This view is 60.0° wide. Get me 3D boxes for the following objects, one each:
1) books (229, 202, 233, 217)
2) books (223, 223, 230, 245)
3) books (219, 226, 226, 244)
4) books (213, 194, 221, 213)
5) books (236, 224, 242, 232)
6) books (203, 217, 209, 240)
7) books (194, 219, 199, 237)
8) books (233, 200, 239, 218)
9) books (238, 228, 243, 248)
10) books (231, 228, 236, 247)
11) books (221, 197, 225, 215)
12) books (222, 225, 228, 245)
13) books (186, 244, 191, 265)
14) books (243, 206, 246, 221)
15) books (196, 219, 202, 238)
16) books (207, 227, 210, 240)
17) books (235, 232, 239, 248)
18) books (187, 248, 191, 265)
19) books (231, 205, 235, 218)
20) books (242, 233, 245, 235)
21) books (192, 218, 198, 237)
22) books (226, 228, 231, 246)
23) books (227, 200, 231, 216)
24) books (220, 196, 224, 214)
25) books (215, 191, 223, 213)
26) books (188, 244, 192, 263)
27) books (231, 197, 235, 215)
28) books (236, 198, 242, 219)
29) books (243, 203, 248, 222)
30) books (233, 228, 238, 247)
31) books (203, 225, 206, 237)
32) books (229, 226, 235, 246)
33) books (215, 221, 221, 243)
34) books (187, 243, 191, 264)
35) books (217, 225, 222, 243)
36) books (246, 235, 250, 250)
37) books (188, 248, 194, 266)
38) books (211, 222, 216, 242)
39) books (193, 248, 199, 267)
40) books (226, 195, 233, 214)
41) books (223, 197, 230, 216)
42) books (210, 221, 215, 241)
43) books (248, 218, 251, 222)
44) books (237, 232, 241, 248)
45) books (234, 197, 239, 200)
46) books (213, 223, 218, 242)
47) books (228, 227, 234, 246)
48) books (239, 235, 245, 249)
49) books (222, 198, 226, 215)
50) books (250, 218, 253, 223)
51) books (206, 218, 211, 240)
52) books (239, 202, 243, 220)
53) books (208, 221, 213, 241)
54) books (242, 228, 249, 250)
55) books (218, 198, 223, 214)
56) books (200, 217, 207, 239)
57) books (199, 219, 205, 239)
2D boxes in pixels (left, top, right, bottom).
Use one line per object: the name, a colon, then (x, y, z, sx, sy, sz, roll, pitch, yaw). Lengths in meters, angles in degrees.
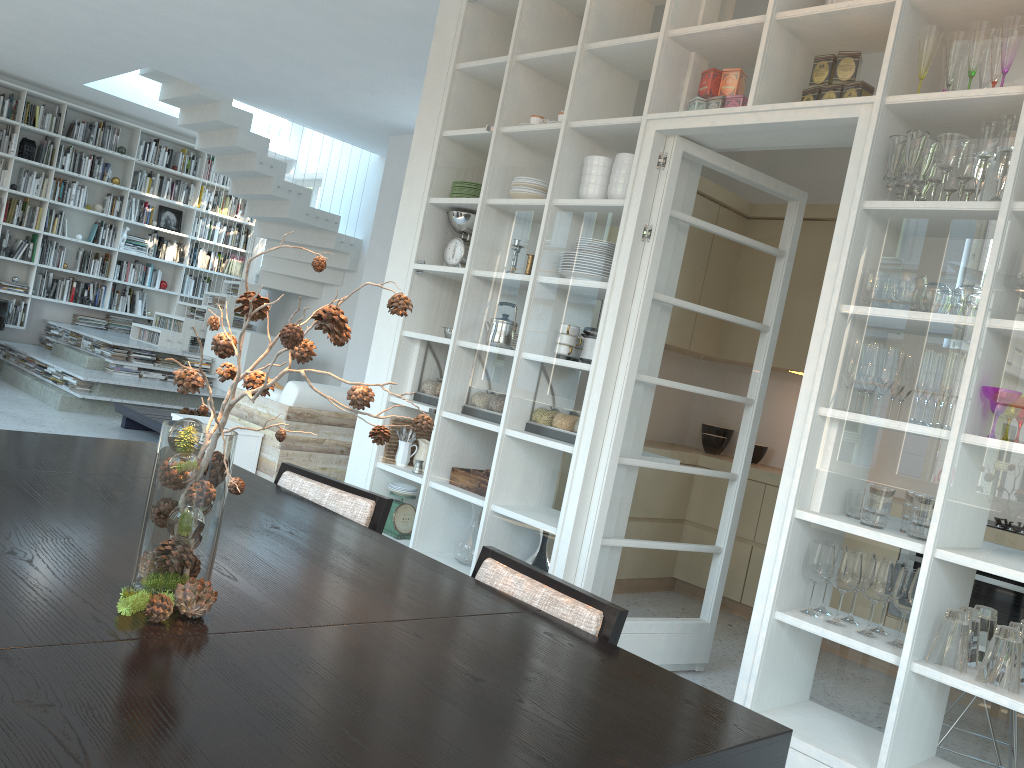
books: (-3.733, -2.294, 11.673, 0.013, 0.213, 0.186, 10, 2, -44)
books: (-3.800, -1.975, 11.722, 0.024, 0.292, 0.132, 10, 2, -44)
books: (-3.835, -1.957, 11.658, 0.045, 0.245, 0.176, 10, 2, -44)
books: (-3.836, -2.332, 11.468, 0.023, 0.254, 0.189, 10, 2, -44)
books: (-3.672, -1.970, 11.843, 0.013, 0.330, 0.139, 10, 2, -44)
books: (-4.000, -2.014, 11.509, 0.022, 0.297, 0.162, 10, 2, -44)
books: (-4.097, -2.008, 11.425, 0.026, 0.250, 0.160, 10, 2, -44)
books: (-3.678, -2.309, 11.729, 0.022, 0.261, 0.160, 10, 2, -44)
books: (-3.662, -1.944, 11.846, 0.013, 0.283, 0.149, 10, 2, -44)
books: (-3.728, -1.953, 11.765, 0.013, 0.277, 0.187, 10, 2, -44)
books: (-3.795, -2.317, 11.531, 0.012, 0.238, 0.165, 10, 2, -44)
books: (-3.814, -1.960, 11.685, 0.023, 0.258, 0.183, 10, 2, -44)
books: (-4.194, -1.665, 11.385, 0.025, 0.277, 0.160, 10, 2, -44)
books: (-3.596, -2.270, 11.822, 0.023, 0.213, 0.180, 10, 2, -44)
books: (-4.061, -2.000, 11.422, 0.023, 0.248, 0.181, 10, 2, -44)
books: (-3.988, -1.952, 11.538, 0.027, 0.179, 0.156, 10, 2, -44)
books: (-3.698, -1.914, 11.796, 0.025, 0.211, 0.188, 10, 2, -44)
books: (-4.189, -1.645, 11.416, 0.010, 0.239, 0.147, 10, 2, -44)
books: (-3.719, -2.277, 11.725, 0.034, 0.183, 0.156, 10, 2, -44)
books: (-3.647, -1.915, 11.893, 0.024, 0.230, 0.130, 10, 2, -44)
books: (-4.102, -2.011, 11.402, 0.012, 0.254, 0.160, 10, 2, -44)
books: (-3.788, -1.945, 11.741, 0.028, 0.237, 0.145, 10, 2, -44)
books: (-3.756, -2.302, 11.656, 0.023, 0.220, 0.171, 10, 2, -44)
books: (-3.806, -2.321, 11.519, 0.022, 0.242, 0.144, 10, 2, -44)
books: (-3.819, -2.351, 11.486, 0.022, 0.297, 0.152, 10, 2, -44)
books: (-4.184, -1.665, 11.429, 0.010, 0.279, 0.147, 10, 2, -44)
books: (-3.730, -2.329, 11.703, 0.024, 0.281, 0.153, 10, 2, -44)
books: (-3.658, -2.319, 11.760, 0.024, 0.287, 0.162, 10, 2, -44)
books: (-3.564, -2.287, 11.862, 0.029, 0.258, 0.162, 10, 2, -44)
books: (-3.712, -1.946, 11.778, 0.028, 0.268, 0.173, 10, 2, -44)
books: (-4.032, -1.967, 11.498, 0.028, 0.191, 0.136, 10, 2, -44)
books: (-3.738, -1.958, 11.759, 0.012, 0.283, 0.151, 10, 2, -44)
books: (-3.890, -1.987, 11.607, 0.030, 0.284, 0.166, 10, 2, -44)
books: (-4.190, -1.673, 11.408, 0.010, 0.293, 0.164, 10, 2, -44)
books: (-3.868, -1.968, 11.652, 0.012, 0.254, 0.160, 10, 2, -44)
books: (-3.586, -1.897, 11.915, 0.021, 0.219, 0.183, 10, 2, -44)
books: (-4.161, -1.639, 11.456, 0.066, 0.236, 0.144, 10, 2, -44)
books: (-3.925, -1.981, 11.571, 0.024, 0.259, 0.156, 10, 2, -44)
books: (-4.111, -1.632, 11.467, 0.022, 0.243, 0.170, 10, 2, -44)
books: (-3.742, -2.338, 11.672, 0.010, 0.295, 0.165, 10, 2, -44)
books: (-3.775, -2.316, 11.568, 0.042, 0.242, 0.247, 10, 2, -44)
books: (-3.948, -1.991, 11.560, 0.025, 0.271, 0.152, 10, 2, -44)
books: (-3.541, -2.276, 11.886, 0.040, 0.246, 0.159, 10, 2, -44)
books: (-3.686, -1.917, 11.820, 0.025, 0.220, 0.177, 10, 2, -44)
books: (-3.678, -2.326, 11.756, 0.011, 0.294, 0.151, 10, 2, -44)
books: (-3.907, -1.979, 11.585, 0.022, 0.263, 0.172, 10, 2, -44)
books: (-3.760, -1.947, 11.752, 0.025, 0.252, 0.159, 10, 2, -44)
books: (-3.645, -1.896, 11.851, 0.029, 0.195, 0.191, 10, 2, -44)
books: (-3.781, -2.306, 11.533, 0.013, 0.222, 0.174, 10, 2, -44)
books: (-3.514, -2.256, 11.892, 0.011, 0.216, 0.169, 10, 2, -44)
books: (-3.980, -2.008, 11.513, 0.012, 0.293, 0.165, 10, 2, -44)
books: (-3.626, -2.296, 11.791, 0.070, 0.254, 0.154, 10, 2, -44)
books: (-3.957, -1.987, 11.541, 0.013, 0.260, 0.158, 10, 2, -44)
books: (-3.600, -1.937, 11.891, 0.042, 0.292, 0.186, 10, 2, -44)
books: (-3.818, -2.305, 11.503, 0.014, 0.206, 0.183, 10, 2, -44)
books: (-4.016, -2.011, 11.459, 0.014, 0.285, 0.185, 10, 2, -44)
books: (-4.042, -2.001, 11.455, 0.026, 0.256, 0.173, 10, 2, -44)
